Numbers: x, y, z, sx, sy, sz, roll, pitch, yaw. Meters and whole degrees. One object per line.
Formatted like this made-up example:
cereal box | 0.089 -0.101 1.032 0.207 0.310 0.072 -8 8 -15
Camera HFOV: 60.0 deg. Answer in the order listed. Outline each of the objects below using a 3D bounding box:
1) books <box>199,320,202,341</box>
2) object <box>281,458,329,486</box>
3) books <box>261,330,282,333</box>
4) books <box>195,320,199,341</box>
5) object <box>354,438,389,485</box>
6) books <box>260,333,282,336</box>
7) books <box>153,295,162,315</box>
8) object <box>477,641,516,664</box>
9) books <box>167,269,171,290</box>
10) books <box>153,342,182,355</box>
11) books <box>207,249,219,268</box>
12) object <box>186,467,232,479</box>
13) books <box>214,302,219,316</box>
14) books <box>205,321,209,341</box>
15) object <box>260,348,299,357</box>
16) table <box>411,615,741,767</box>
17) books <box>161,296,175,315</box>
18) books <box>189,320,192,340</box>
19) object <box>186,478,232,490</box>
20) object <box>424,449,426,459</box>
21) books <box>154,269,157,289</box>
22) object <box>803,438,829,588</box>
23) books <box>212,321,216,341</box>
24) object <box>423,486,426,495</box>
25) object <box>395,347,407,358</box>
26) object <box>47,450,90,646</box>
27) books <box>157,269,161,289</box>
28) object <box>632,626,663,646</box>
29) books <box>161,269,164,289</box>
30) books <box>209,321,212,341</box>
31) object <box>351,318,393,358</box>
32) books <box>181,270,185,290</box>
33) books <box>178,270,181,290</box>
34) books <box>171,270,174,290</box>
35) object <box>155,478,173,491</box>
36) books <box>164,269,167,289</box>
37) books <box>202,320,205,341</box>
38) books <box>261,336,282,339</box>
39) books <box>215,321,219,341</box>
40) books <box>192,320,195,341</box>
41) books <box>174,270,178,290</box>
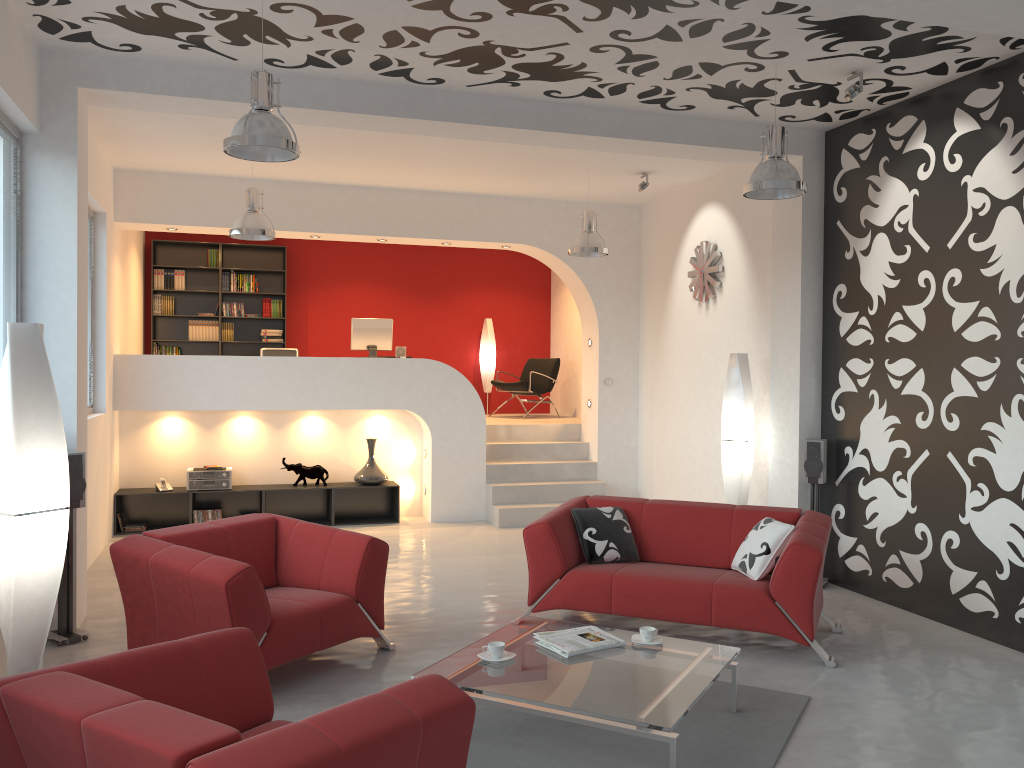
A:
books | -4.004 -0.682 11.406 0.040 0.260 0.200 0 1 -17
object | -2.169 0.914 9.266 0.507 0.296 0.191 1 1 -2
books | -3.154 -0.688 11.643 0.260 0.040 0.200 0 1 -17
books | -4.043 -0.682 11.394 0.040 0.260 0.200 0 1 -17
object | -1.498 0.825 9.448 0.369 0.481 0.369 1 1 38
books | -3.166 -0.648 11.649 0.260 0.040 0.200 0 1 -18
books | -4.496 -0.999 11.260 0.090 0.256 0.181 0 1 -17
object | -0.069 1.224 4.059 0.153 0.069 0.153 1 1 39
books | -4.356 -1.316 11.286 0.040 0.260 0.200 0 1 -17
books | -4.376 -0.380 11.284 0.341 0.286 0.231 0 1 -17
books | -3.854 -1.605 11.448 0.146 0.240 0.170 0 1 -17
object | -3.057 0.900 8.970 0.430 0.077 0.349 0 1 -17
books | -3.821 -0.961 11.478 0.063 0.187 0.135 0 1 -17
books | -3.927 -0.682 11.430 0.040 0.260 0.200 0 1 -17
object | -2.534 -0.281 9.629 0.397 0.217 0.458 0 1 -17
table | 0.332 1.405 4.040 1.162 0.286 1.097 1 1 28
books | -4.381 -0.990 11.295 0.146 0.240 0.170 0 1 -17
books | -4.120 -0.683 11.370 0.040 0.260 0.200 0 1 -17
object | -3.056 0.998 8.964 0.430 0.100 0.365 0 1 -17
object | -0.951 0.764 9.698 0.011 0.105 0.105 0 1 -17
books | -4.511 -1.317 11.238 0.040 0.260 0.200 0 1 -17
object | 2.310 0.979 6.765 0.214 1.112 0.229 1 1 28
books | -3.849 -0.681 11.454 0.040 0.260 0.200 0 1 -17
object | -0.955 1.163 9.704 0.011 0.105 0.105 0 1 -17
object | -1.259 -0.347 9.992 0.133 0.147 0.151 0 1 -34
object | -2.631 0.955 5.224 0.229 1.112 0.214 1 1 38
books | -4.472 -1.317 11.250 0.040 0.260 0.200 0 1 -17
object | 0.660 1.227 4.323 0.153 0.069 0.153 1 1 9
books | -4.434 -1.317 11.262 0.040 0.260 0.200 0 1 -17
books | -3.888 -0.682 11.442 0.040 0.260 0.200 0 1 -17
object | -1.557 -0.500 9.844 0.458 0.452 0.230 0 1 -17
books | -4.201 -1.315 11.334 0.040 0.260 0.200 0 1 -17
books | -4.240 -1.316 11.322 0.040 0.260 0.200 0 1 -17
books | -4.318 -1.316 11.298 0.040 0.260 0.200 0 1 -17
object | -3.438 0.989 8.762 0.130 0.117 0.146 0 1 -42
books | -4.395 -1.316 11.274 0.040 0.260 0.200 0 1 -17
books | -3.965 -0.682 11.418 0.040 0.260 0.200 0 1 -17
books | -3.163 -0.608 11.651 0.260 0.040 0.200 0 1 -17
books | -3.810 -0.681 11.466 0.040 0.260 0.200 0 1 -17
books | -4.081 -0.682 11.382 0.040 0.260 0.200 0 1 -17
books | -4.279 -1.316 11.310 0.040 0.260 0.200 0 1 -17
